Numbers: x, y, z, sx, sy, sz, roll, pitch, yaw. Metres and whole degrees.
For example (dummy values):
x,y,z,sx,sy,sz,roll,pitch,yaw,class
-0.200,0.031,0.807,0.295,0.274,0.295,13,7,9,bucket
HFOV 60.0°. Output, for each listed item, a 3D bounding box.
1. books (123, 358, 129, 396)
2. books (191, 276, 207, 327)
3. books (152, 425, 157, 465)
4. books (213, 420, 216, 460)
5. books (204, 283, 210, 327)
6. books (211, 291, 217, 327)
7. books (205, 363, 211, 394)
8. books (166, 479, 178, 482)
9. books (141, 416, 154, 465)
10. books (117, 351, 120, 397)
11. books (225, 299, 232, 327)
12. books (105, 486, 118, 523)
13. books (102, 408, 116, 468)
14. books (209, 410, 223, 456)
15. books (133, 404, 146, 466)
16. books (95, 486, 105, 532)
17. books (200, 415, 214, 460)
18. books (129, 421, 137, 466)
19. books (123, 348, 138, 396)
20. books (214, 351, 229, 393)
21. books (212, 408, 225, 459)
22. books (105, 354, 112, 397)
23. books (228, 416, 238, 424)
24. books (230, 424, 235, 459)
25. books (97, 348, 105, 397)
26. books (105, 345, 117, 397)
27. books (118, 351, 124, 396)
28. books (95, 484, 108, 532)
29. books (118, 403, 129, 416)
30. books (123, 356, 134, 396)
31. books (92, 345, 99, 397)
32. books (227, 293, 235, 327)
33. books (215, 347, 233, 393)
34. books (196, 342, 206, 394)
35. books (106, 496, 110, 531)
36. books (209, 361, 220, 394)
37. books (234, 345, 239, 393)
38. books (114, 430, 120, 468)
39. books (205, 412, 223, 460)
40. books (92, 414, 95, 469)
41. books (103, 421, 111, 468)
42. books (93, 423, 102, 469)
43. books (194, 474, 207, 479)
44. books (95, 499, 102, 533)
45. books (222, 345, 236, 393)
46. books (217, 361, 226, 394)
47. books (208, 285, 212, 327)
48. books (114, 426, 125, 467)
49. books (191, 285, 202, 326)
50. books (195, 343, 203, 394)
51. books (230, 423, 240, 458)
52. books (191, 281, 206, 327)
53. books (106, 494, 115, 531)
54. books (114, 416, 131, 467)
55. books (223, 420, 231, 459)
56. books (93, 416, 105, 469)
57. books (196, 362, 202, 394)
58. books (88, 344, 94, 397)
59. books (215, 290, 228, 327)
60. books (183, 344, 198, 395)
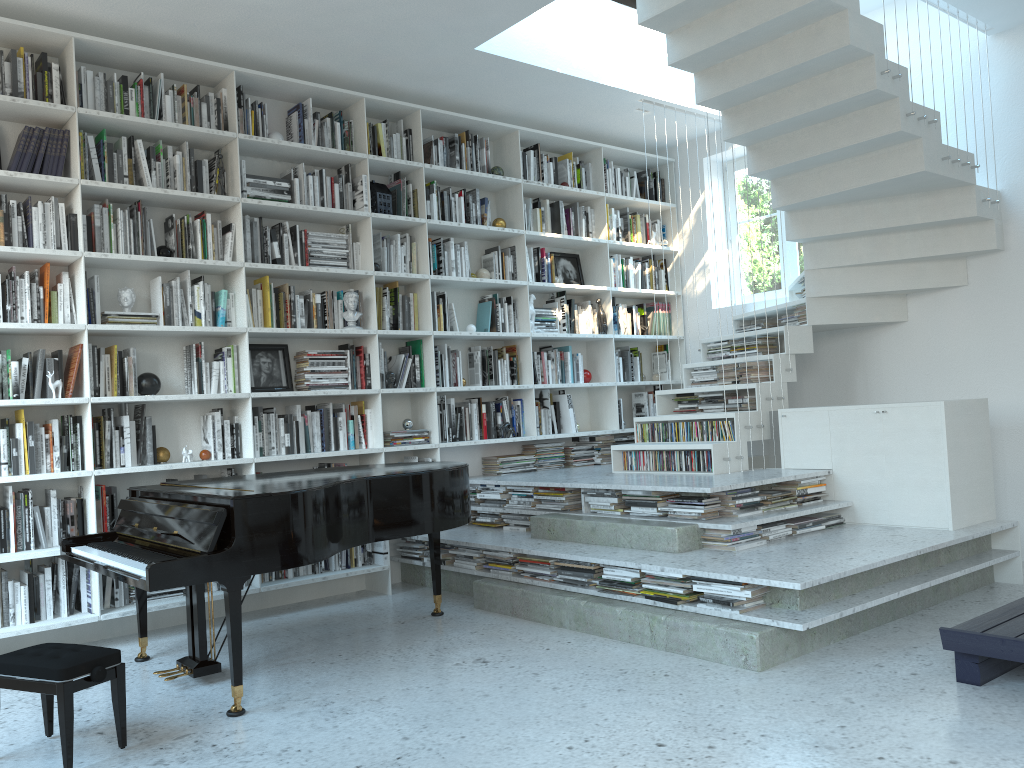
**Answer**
x,y,z,sx,sy,sz,roll,pitch,yaw,class
-2.086,-0.028,4.744,0.011,0.208,0.180,-2,-2,-39,books
-1.773,-0.451,5.022,0.011,0.300,0.178,-2,-2,-39,books
-1.971,0.333,4.824,0.023,0.212,0.160,-2,-2,-39,books
-1.720,0.319,5.039,0.015,0.225,0.148,-2,-2,-39,books
-1.759,-0.431,5.033,0.023,0.259,0.170,-2,-2,-39,books
-1.735,-0.410,5.078,0.026,0.219,0.150,-2,-2,-39,books
-1.756,-0.024,5.031,0.030,0.183,0.154,-2,-2,-39,books
-1.868,0.666,4.887,0.012,0.285,0.159,-2,-2,-39,books
-1.983,0.308,4.797,0.027,0.261,0.163,-2,-2,-39,books
-2.121,-0.045,4.722,0.014,0.244,0.153,-2,-2,-39,books
-1.663,-0.393,5.128,0.027,0.181,0.142,-2,-2,-39,books
-2.119,0.679,4.690,0.026,0.273,0.146,-2,-2,-39,books
-2.129,0.286,4.684,0.014,0.313,0.166,-2,-2,-39,books
-1.688,0.292,5.061,0.010,0.277,0.155,-2,-2,-39,books
-2.016,0.275,4.775,0.050,0.328,0.166,-2,-2,-39,books
-2.162,0.676,4.641,0.010,0.282,0.149,-2,-2,-39,books
-1.726,0.305,5.024,0.012,0.254,0.161,-2,-2,-39,books
-2.053,0.321,4.761,0.028,0.241,0.135,-2,-2,-39,books
-2.058,-0.057,4.783,0.028,0.266,0.144,-2,-2,-39,books
-1.666,-0.059,5.079,0.012,0.244,0.171,-2,-2,-39,books
-1.677,0.285,5.066,0.014,0.290,0.132,-2,-2,-39,books
-2.156,-0.036,4.693,0.025,0.228,0.153,-2,-2,-39,books
-1.614,0.309,5.147,0.019,0.242,0.107,-2,-2,-39,books
-1.642,0.333,5.106,0.031,0.194,0.142,-2,-2,-39,books
-2.179,-0.053,4.671,0.036,0.263,0.166,-2,-2,-39,books
-2.125,-0.061,4.694,0.026,0.274,0.190,-2,-2,-39,books
-2.115,-0.046,4.748,0.028,0.247,0.142,-2,-2,-39,books
-2.155,0.673,4.651,0.013,0.288,0.161,-2,-2,-39,books
-2.077,0.273,4.756,0.013,0.339,0.138,-2,-2,-39,books
-2.069,-0.033,4.754,0.028,0.216,0.175,-2,-2,-39,books
-2.208,-0.058,4.658,0.026,0.275,0.154,-2,-2,-39,books
-1.645,-0.412,5.147,0.026,0.217,0.126,-2,-2,-39,books
-1.656,-0.071,5.097,0.027,0.269,0.178,-2,-2,-39,books
-1.772,-0.082,5.014,0.012,0.298,0.166,-2,-2,-39,books
-2.140,0.702,4.652,0.010,0.228,0.168,-2,-2,-39,books
-1.714,-0.029,5.047,0.057,0.188,0.156,-2,-2,-39,books
-1.625,-0.078,5.114,0.021,0.281,0.162,-2,-2,-39,books
-2.114,0.344,4.698,0.024,0.196,0.157,-2,-2,-39,books
-1.694,0.296,5.038,0.027,0.269,0.159,-2,-2,-39,books
-2.206,0.303,4.625,0.013,0.283,0.146,-2,-2,-39,books
-2.149,0.319,4.666,0.042,0.248,0.162,-2,-2,-39,books
-2.186,0.325,4.636,0.030,0.239,0.157,-2,-2,-39,books
-1.749,0.659,4.997,0.025,0.294,0.134,-2,-2,-39,books
-2.175,0.711,4.631,0.026,0.213,0.140,-2,-2,-39,books
-1.635,-0.077,5.102,0.011,0.279,0.187,-2,-2,-39,books
-1.685,-0.029,5.076,0.024,0.188,0.172,-2,-2,-39,books
-1.755,-0.428,5.063,0.022,0.256,0.152,-2,-2,-39,books
-2.094,0.334,4.709,0.021,0.215,0.172,-2,-2,-39,books
-1.797,-0.423,5.003,0.028,0.247,0.170,-2,-2,-39,books
-1.783,-0.078,5.009,0.011,0.291,0.156,-2,-2,-39,books
-1.613,0.328,5.113,0.024,0.201,0.158,-2,-2,-39,books
-1.776,-0.434,5.007,0.012,0.265,0.193,-2,-2,-39,books
-2.121,0.696,4.654,0.023,0.237,0.173,-2,-2,-39,books
-2.075,0.306,4.723,0.027,0.269,0.185,-2,-2,-39,books
-1.653,0.319,5.072,0.029,0.221,0.153,-2,-2,-39,books
-2.166,0.307,4.643,0.012,0.272,0.181,-2,-2,-39,books
-1.786,-0.026,4.987,0.025,0.186,0.154,-2,-2,-39,books
-2.225,-0.063,4.638,0.025,0.284,0.145,-2,-2,-39,books
-1.687,-0.417,5.087,0.060,0.227,0.179,-2,-2,-39,books
-1.807,-0.074,4.980,0.012,0.285,0.159,-2,-2,-39,books
